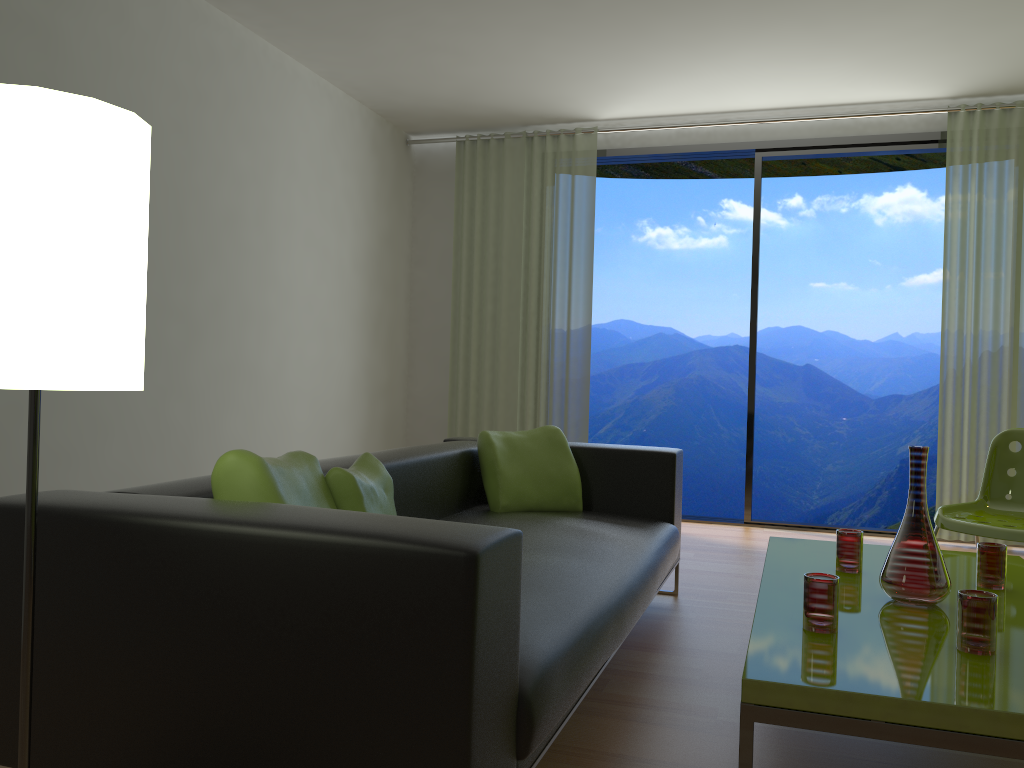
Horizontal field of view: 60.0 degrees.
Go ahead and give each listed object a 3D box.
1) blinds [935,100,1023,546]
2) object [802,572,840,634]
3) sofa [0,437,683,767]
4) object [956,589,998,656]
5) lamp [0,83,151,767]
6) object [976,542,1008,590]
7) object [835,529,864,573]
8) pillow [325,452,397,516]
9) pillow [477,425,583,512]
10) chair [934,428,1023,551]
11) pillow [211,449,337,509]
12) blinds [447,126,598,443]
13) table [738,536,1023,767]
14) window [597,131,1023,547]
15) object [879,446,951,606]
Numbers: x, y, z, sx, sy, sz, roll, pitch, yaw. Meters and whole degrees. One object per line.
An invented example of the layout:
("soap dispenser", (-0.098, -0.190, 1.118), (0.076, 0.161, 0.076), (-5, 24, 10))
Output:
("blinds", (3.026, -0.351, 5.105), (1.012, 2.568, 0.067), (2, 0, 18))
("object", (0.691, 0.490, 1.984), (0.075, 0.122, 0.076), (2, 0, -38))
("sofa", (-0.124, 0.555, 2.706), (1.061, 0.639, 2.583), (2, 0, 18))
("object", (0.972, 0.499, 1.854), (0.076, 0.122, 0.075), (2, 0, -17))
("lamp", (-0.696, 0.232, 1.285), (0.302, 1.244, 0.295), (2, 0, 18))
("object", (1.341, 0.510, 2.480), (0.075, 0.122, 0.076), (2, 0, -38))
("object", (1.007, 0.499, 2.647), (0.075, 0.122, 0.076), (2, 0, -38))
("pillow", (-0.396, 0.355, 2.378), (0.164, 0.317, 0.380), (2, 0, 1))
("pillow", (0.060, 0.349, 3.563), (0.399, 0.362, 0.269), (2, 0, -24))
("chair", (1.938, 0.554, 3.371), (0.546, 0.759, 0.640), (2, 0, -34))
("pillow", (-0.504, 0.337, 2.000), (0.210, 0.403, 0.457), (2, 0, 4))
("blinds", (0.058, -0.441, 6.063), (1.012, 2.568, 0.067), (2, 0, 18))
("table", (1.059, 0.733, 2.305), (0.810, 0.349, 1.682), (2, 0, 18))
("window", (1.788, -0.306, 5.739), (3.336, 2.498, 0.219), (2, 0, 18))
("object", (1.035, 0.360, 2.270), (0.168, 0.400, 0.168), (2, 0, 4))
